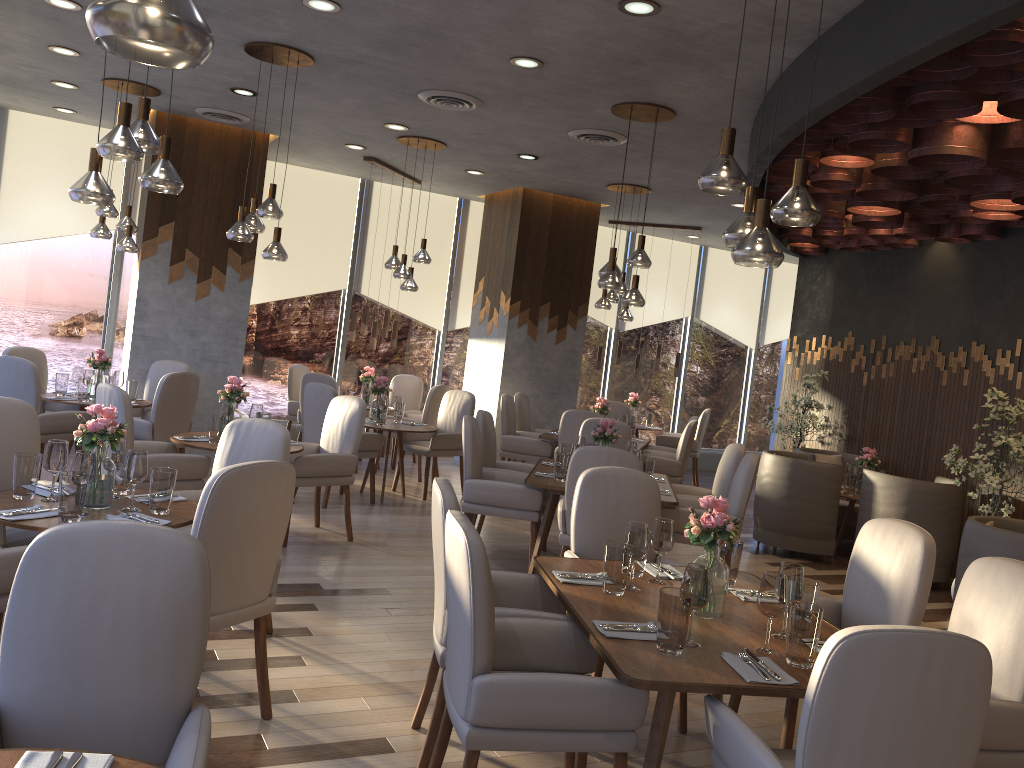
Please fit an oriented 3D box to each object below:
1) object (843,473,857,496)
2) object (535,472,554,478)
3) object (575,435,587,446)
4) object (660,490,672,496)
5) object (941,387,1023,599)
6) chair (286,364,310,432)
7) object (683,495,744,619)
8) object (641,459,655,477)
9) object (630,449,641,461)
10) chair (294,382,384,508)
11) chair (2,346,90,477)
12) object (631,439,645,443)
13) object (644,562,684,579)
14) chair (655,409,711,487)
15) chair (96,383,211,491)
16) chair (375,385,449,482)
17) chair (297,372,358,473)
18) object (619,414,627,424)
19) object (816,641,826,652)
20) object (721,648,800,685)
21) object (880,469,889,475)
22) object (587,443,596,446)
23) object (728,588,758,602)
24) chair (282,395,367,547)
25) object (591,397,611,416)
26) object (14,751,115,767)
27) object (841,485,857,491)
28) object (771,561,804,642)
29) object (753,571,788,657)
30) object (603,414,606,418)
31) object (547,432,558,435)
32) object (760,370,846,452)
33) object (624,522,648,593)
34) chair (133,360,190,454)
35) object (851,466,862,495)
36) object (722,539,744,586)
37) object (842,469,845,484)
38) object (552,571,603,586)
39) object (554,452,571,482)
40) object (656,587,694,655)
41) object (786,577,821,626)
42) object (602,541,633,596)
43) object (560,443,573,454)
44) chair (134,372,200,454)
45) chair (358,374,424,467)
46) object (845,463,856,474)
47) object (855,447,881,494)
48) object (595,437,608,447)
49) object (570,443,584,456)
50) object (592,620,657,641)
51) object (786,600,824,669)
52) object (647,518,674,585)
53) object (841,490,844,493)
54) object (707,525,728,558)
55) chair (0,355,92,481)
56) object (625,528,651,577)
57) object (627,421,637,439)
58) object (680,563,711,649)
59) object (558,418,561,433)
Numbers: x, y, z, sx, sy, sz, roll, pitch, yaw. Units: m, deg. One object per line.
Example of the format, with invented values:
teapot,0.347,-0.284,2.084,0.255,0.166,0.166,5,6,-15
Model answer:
object,2.901,0.864,7.621,0.102,0.178,0.102,7,1,21
object,0.281,0.606,5.897,0.255,0.019,0.157,7,3,6
object,0.485,0.495,6.357,0.092,0.244,0.092,7,1,26
object,0.913,0.689,5.756,0.255,0.019,0.157,7,3,7
object,3.437,0.835,6.242,0.788,1.615,0.747,7,1,0
chair,-2.151,0.313,9.664,0.600,1.000,0.528,7,1,16
object,0.686,0.592,3.083,0.210,0.415,0.198,7,1,-14
object,0.894,0.598,5.918,0.102,0.178,0.102,7,1,23
object,0.803,0.557,5.864,0.092,0.244,0.092,6,1,-35
chair,-1.474,0.496,7.517,0.529,1.000,0.599,8,2,39
chair,-3.881,0.217,7.295,0.600,1.000,0.528,7,1,21
object,1.236,0.570,9.087,0.255,0.019,0.157,8,3,17
object,0.620,0.756,3.577,0.157,0.019,0.255,6,3,-13
chair,2.093,0.763,10.960,0.600,1.000,0.528,7,1,16
chair,-2.219,0.508,5.374,0.529,1.000,0.599,8,2,44
chair,-1.030,0.467,9.273,0.600,1.000,0.528,7,1,20
chair,-1.838,0.388,8.884,0.529,1.000,0.599,7,1,23
object,1.146,0.440,9.214,0.092,0.244,0.092,6,1,-31
object,1.036,0.842,2.824,0.255,0.019,0.158,6,3,-10
object,0.709,0.814,2.574,0.157,0.019,0.255,6,3,-9
object,3.207,0.866,7.659,0.092,0.244,0.092,7,1,13
object,0.583,0.531,6.558,0.102,0.178,0.102,7,1,20
object,0.926,0.802,3.387,0.255,0.019,0.158,6,3,-10
chair,-1.396,0.568,6.188,0.529,1.000,0.599,8,2,44
object,0.894,0.340,8.945,0.210,0.415,0.197,8,2,40
object,-0.793,0.687,1.518,0.157,0.019,0.255,6,3,-10
object,3.076,0.945,8.055,0.157,0.019,0.255,6,3,-8
object,0.899,0.709,2.892,0.092,0.244,0.092,8,1,32
object,0.794,0.704,2.722,0.092,0.244,0.092,7,1,-6
object,0.938,0.412,9.281,0.092,0.244,0.092,7,1,-7
object,0.484,0.494,8.778,0.255,0.019,0.157,8,3,16
object,2.898,0.639,9.017,0.745,1.615,0.790,6,1,-21
object,0.451,0.637,3.269,0.092,0.244,0.092,7,1,9
chair,-3.161,0.287,7.656,0.529,1.000,0.599,7,1,17
object,2.986,0.838,7.694,0.092,0.244,0.092,8,1,37
object,0.861,0.707,3.534,0.102,0.178,0.102,8,2,36
object,2.936,0.851,7.984,0.102,0.178,0.102,7,1,-2
object,0.287,0.728,3.337,0.255,0.019,0.158,6,3,-11
object,0.322,0.538,5.733,0.102,0.178,0.102,7,1,22
object,0.477,0.704,2.626,0.102,0.178,0.102,7,1,-5
object,0.970,0.747,2.971,0.102,0.178,0.102,7,1,6
object,0.374,0.665,3.189,0.102,0.178,0.102,7,1,-5
object,0.387,0.519,6.302,0.102,0.178,0.102,7,1,22
chair,-2.811,0.366,6.865,0.600,1.000,0.528,7,1,20
chair,-1.348,0.390,10.079,0.529,1.000,0.599,7,1,20
object,3.015,0.831,7.905,0.092,0.244,0.092,8,1,40
object,3.126,0.764,7.794,0.210,0.415,0.197,8,2,40
object,0.646,0.510,6.466,0.092,0.244,0.092,7,1,29
object,0.420,0.514,5.788,0.092,0.244,0.092,7,1,-14
object,0.389,0.767,2.773,0.255,0.019,0.158,6,3,-11
object,0.867,0.750,2.646,0.102,0.178,0.102,6,2,-32
object,0.574,0.645,3.421,0.092,0.244,0.092,7,1,-11
object,2.829,0.928,7.776,0.255,0.019,0.157,7,3,-5
object,0.790,0.669,3.455,0.092,0.244,0.092,7,1,-7
chair,-3.524,0.295,6.554,0.529,1.000,0.599,7,1,16
object,0.487,0.664,3.491,0.102,0.178,0.102,7,1,-7
object,1.244,0.483,9.252,0.102,0.178,0.102,8,2,43
object,0.554,0.676,2.706,0.092,0.244,0.092,6,1,-36
object,0.499,0.424,8.610,0.102,0.178,0.102,7,1,22
